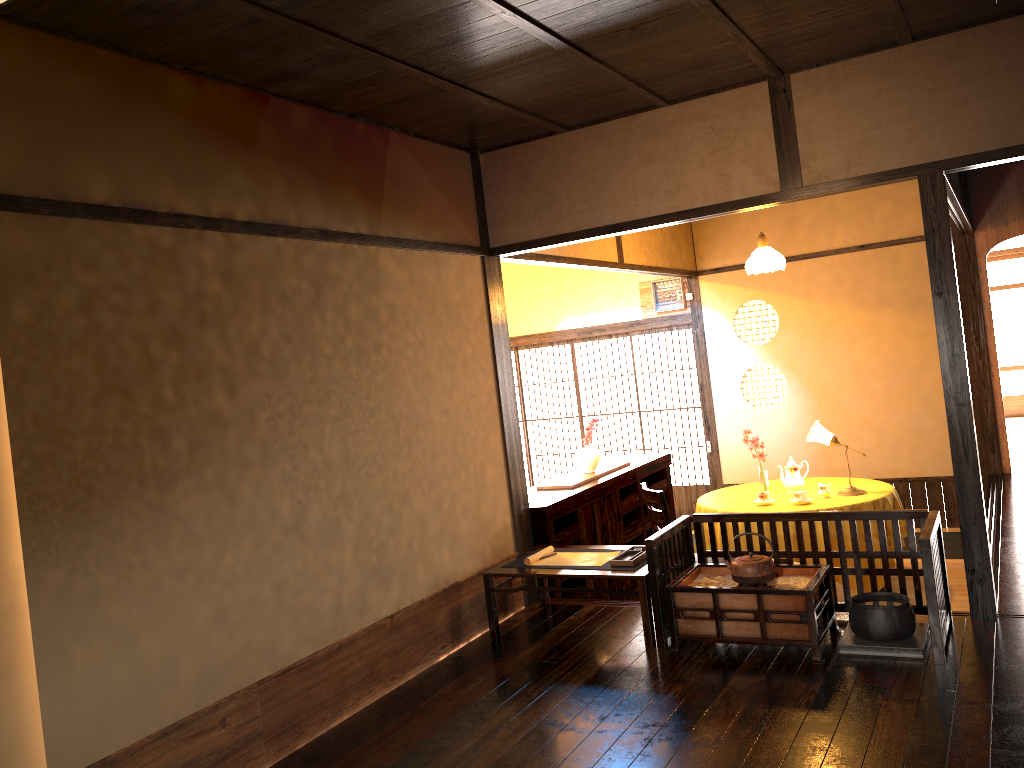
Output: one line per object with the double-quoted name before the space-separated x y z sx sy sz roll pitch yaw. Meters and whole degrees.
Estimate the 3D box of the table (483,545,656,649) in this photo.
"table" 0.396 1.065 4.548 0.879 0.336 0.601 -6 1 29

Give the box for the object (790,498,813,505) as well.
"object" 1.878 0.765 5.754 0.144 0.024 0.144 -7 1 -10

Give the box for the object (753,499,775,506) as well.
"object" 1.669 0.787 5.873 0.144 0.024 0.144 -7 1 -10

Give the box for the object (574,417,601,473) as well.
"object" 0.565 0.430 6.340 0.189 0.378 0.321 -7 0 38

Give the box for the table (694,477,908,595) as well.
"table" 1.989 1.104 6.162 1.442 0.695 1.445 -6 1 30

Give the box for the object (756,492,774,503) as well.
"object" 1.668 0.754 5.869 0.090 0.076 0.099 -7 1 -36

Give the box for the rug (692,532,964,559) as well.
"rug" 2.368 1.377 7.583 2.950 0.005 0.903 -6 1 29

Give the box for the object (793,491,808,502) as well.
"object" 1.873 0.733 5.750 0.090 0.076 0.099 -7 1 14

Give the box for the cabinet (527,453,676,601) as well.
"cabinet" 0.571 1.132 6.192 0.488 0.971 2.189 -7 1 30

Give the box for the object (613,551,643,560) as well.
"object" 0.572 0.860 4.392 0.082 0.019 0.201 -6 1 30

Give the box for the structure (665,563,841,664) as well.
"structure" 1.082 1.014 4.000 0.665 0.300 0.453 -6 1 29

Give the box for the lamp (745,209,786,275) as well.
"lamp" 1.729 -1.177 6.197 0.277 0.810 0.249 -7 0 -39

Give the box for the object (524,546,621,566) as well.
"object" 0.314 0.883 4.567 0.429 0.038 0.276 -6 1 30

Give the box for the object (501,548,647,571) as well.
"object" 0.368 0.897 4.553 0.759 0.003 0.406 -6 1 32

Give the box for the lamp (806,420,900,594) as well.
"lamp" 2.273 0.821 5.891 0.511 1.203 0.198 -7 0 30

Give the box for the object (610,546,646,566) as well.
"object" 0.604 0.857 4.421 0.121 0.028 0.296 -6 1 30

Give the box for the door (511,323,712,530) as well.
"door" 0.734 0.527 9.214 2.644 2.001 0.066 -6 0 29

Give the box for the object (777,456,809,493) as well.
"object" 1.971 0.629 6.200 0.163 0.253 0.154 -7 0 43

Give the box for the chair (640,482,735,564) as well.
"chair" 1.158 1.085 5.510 0.578 0.960 0.490 -7 0 -6

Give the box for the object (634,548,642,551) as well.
"object" 0.641 0.849 4.499 0.040 0.021 0.040 -7 1 -8

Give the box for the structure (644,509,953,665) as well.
"structure" 1.300 0.887 4.036 1.195 0.500 0.598 -6 1 29

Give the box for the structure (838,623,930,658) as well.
"structure" 1.597 1.089 3.797 0.330 0.040 0.331 -6 1 29

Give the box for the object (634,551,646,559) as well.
"object" 0.640 0.855 4.415 0.012 0.012 0.180 -6 1 30

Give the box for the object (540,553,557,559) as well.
"object" 0.192 0.908 4.677 0.012 0.010 0.141 -6 1 45

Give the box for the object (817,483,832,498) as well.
"object" 2.068 0.703 5.871 0.083 0.098 0.078 -7 0 -1

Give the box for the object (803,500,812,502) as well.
"object" 1.878 0.757 5.702 0.126 0.019 0.029 -6 1 33

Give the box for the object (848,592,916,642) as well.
"object" 1.585 0.996 3.800 0.267 0.147 0.266 -7 1 -4

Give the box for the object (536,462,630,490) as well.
"object" 0.520 0.638 6.227 0.267 0.020 0.999 -6 1 30

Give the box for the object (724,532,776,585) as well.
"object" 1.077 0.775 3.989 0.198 0.216 0.198 -7 0 -22
